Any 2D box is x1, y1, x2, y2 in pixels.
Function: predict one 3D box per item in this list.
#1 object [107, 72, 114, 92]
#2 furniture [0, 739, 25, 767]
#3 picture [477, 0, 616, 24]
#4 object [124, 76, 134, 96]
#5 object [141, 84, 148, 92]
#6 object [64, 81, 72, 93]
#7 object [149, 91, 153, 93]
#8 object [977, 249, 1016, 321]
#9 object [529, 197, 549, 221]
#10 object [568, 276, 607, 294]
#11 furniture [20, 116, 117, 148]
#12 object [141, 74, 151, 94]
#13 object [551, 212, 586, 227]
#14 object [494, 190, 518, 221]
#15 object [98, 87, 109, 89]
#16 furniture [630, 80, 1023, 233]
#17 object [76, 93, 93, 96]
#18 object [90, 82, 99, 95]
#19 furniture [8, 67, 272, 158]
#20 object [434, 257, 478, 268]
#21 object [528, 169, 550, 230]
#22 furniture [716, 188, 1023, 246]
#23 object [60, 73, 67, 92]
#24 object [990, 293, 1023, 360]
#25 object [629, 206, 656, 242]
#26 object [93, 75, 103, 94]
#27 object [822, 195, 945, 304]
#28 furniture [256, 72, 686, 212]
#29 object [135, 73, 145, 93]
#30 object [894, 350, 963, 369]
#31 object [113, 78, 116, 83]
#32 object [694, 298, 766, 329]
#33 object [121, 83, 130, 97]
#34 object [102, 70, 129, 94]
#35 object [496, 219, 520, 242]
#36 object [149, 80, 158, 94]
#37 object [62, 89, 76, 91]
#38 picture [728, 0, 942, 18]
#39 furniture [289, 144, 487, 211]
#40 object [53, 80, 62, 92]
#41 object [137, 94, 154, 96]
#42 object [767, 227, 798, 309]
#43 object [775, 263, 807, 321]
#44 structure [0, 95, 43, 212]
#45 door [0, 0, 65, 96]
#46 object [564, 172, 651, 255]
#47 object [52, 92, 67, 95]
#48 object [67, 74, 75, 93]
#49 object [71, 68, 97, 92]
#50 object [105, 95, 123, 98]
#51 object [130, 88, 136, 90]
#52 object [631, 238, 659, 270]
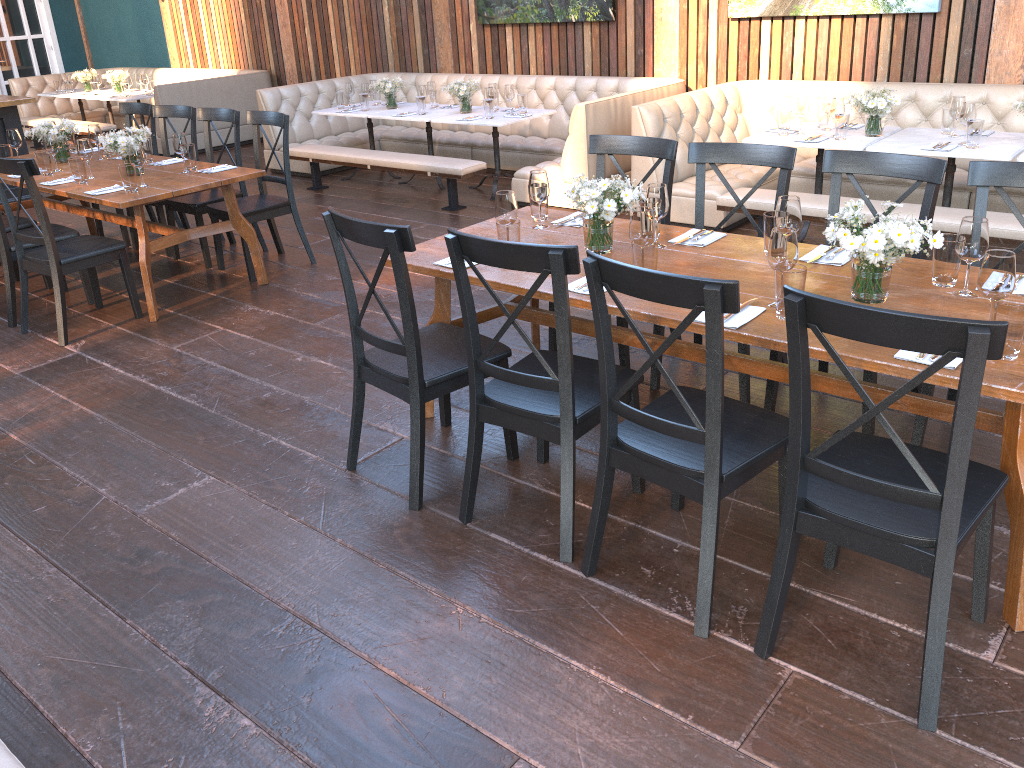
[{"bbox_3d":[-5.401,-4.071,11.932,0.092,0.239,0.094,-4,22,-1],"label":"object"},{"bbox_3d":[-0.901,0.981,1.552,2.348,0.390,0.317,17,30,37],"label":"furniture"},{"bbox_3d":[0.271,-3.960,8.415,1.664,0.975,0.066,16,29,38],"label":"picture"},{"bbox_3d":[-4.849,-3.775,11.202,0.092,0.239,0.094,-4,22,-1],"label":"object"},{"bbox_3d":[-4.816,-3.907,11.590,0.092,0.154,0.093,8,25,25],"label":"object"},{"bbox_3d":[-6.056,-4.051,12.079,0.092,0.154,0.093,8,25,25],"label":"object"},{"bbox_3d":[-4.658,-3.824,11.552,0.159,0.018,0.259,16,31,37],"label":"object"},{"bbox_3d":[1.307,-0.239,2.398,0.092,0.239,0.094,-6,22,-6],"label":"object"},{"bbox_3d":[0.120,-0.803,3.912,0.092,0.154,0.094,-8,23,-12],"label":"object"},{"bbox_3d":[0.300,-0.360,3.075,0.159,0.018,0.259,16,31,37],"label":"object"},{"bbox_3d":[-5.849,-3.239,11.565,2.348,0.390,0.317,17,30,37],"label":"furniture"},{"bbox_3d":[-4.679,-3.828,11.296,0.092,0.239,0.094,-4,22,-1],"label":"object"},{"bbox_3d":[0.277,-0.721,3.874,0.159,0.018,0.259,16,31,37],"label":"object"},{"bbox_3d":[-0.020,-0.625,3.435,0.092,0.239,0.094,-4,22,-1],"label":"object"},{"bbox_3d":[-5.850,-4.179,12.501,0.159,0.018,0.259,16,31,37],"label":"object"},{"bbox_3d":[2.990,-1.421,5.783,4.192,0.840,1.736,16,31,37],"label":"furniture"},{"bbox_3d":[-5.616,-3.827,11.688,0.159,0.018,0.259,16,31,37],"label":"object"},{"bbox_3d":[-5.467,-3.871,11.601,0.092,0.154,0.093,8,25,25],"label":"object"},{"bbox_3d":[-5.128,-3.838,12.245,4.192,0.840,1.736,16,31,37],"label":"furniture"},{"bbox_3d":[-0.167,-0.494,3.432,0.159,0.018,0.259,16,31,37],"label":"object"},{"bbox_3d":[0.117,-0.787,3.774,0.092,0.239,0.094,-4,22,-1],"label":"object"},{"bbox_3d":[2.292,-0.815,5.085,2.348,0.390,0.317,17,30,37],"label":"furniture"},{"bbox_3d":[-6.230,-4.196,12.323,0.092,0.239,0.094,-6,22,-6],"label":"object"},{"bbox_3d":[1.286,-0.146,2.298,0.092,0.154,0.093,-13,24,-21],"label":"object"},{"bbox_3d":[0.453,-0.489,3.074,0.092,0.239,0.094,-6,22,-6],"label":"object"},{"bbox_3d":[-5.463,-3.956,11.687,0.092,0.239,0.094,-4,22,-1],"label":"object"},{"bbox_3d":[1.117,-0.404,2.712,0.336,0.302,0.337,0,23,7],"label":"object"},{"bbox_3d":[-0.486,-2.456,8.550,4.192,0.840,1.736,16,31,37],"label":"furniture"},{"bbox_3d":[-4.824,-3.899,11.473,0.092,0.239,0.094,-4,22,-1],"label":"object"},{"bbox_3d":[1.150,-0.104,2.389,0.159,0.018,0.259,16,31,37],"label":"object"},{"bbox_3d":[-5.392,-4.078,12.049,0.092,0.154,0.093,8,25,25],"label":"object"},{"bbox_3d":[0.679,-0.228,2.727,0.159,0.018,0.259,16,31,37],"label":"object"},{"bbox_3d":[-4.853,-3.690,11.116,0.092,0.154,0.093,8,25,25],"label":"object"},{"bbox_3d":[-5.187,-3.973,11.609,0.336,0.302,0.336,-6,23,-6],"label":"object"},{"bbox_3d":[-0.010,-0.536,3.338,0.092,0.154,0.094,-5,22,-2],"label":"object"},{"bbox_3d":[-4.568,-3.793,11.304,0.092,0.154,0.093,8,25,25],"label":"object"},{"bbox_3d":[-6.269,-4.159,12.513,0.257,0.018,0.160,17,31,37],"label":"object"},{"bbox_3d":[2.420,-3.324,6.712,1.664,0.975,0.066,16,29,38],"label":"picture"},{"bbox_3d":[-1.182,-1.849,7.850,2.348,0.390,0.317,17,30,37],"label":"furniture"},{"bbox_3d":[-6.337,-4.154,12.346,0.092,0.154,0.093,8,25,25],"label":"object"},{"bbox_3d":[-4.628,-3.661,11.186,0.257,0.018,0.160,17,31,37],"label":"object"},{"bbox_3d":[0.831,-0.357,2.726,0.092,0.239,0.094,-6,22,-6],"label":"object"},{"bbox_3d":[0.828,-0.272,2.639,0.092,0.154,0.093,-13,24,-21],"label":"object"},{"bbox_3d":[-5.671,-3.298,7.759,2.746,3.613,2.884,-22,29,-37],"label":"structure"},{"bbox_3d":[-9.953,-3.910,11.462,0.175,2.159,8.300,14,29,37],"label":"door"},{"bbox_3d":[0.341,-0.663,3.391,0.330,0.302,0.343,-9,24,-13],"label":"object"},{"bbox_3d":[-6.206,-4.006,12.167,0.159,0.018,0.259,16,31,37],"label":"object"},{"bbox_3d":[-6.053,-4.136,12.166,0.092,0.239,0.094,-6,22,-6],"label":"object"},{"bbox_3d":[-5.836,-4.158,12.107,0.329,0.302,0.344,-1,23,6],"label":"object"},{"bbox_3d":[-5.002,-3.645,11.203,0.159,0.018,0.259,16,31,37],"label":"object"},{"bbox_3d":[-5.235,-3.996,12.011,0.159,0.018,0.259,16,31,37],"label":"object"},{"bbox_3d":[0.450,-0.404,2.987,0.092,0.154,0.093,-13,24,-21],"label":"object"}]
